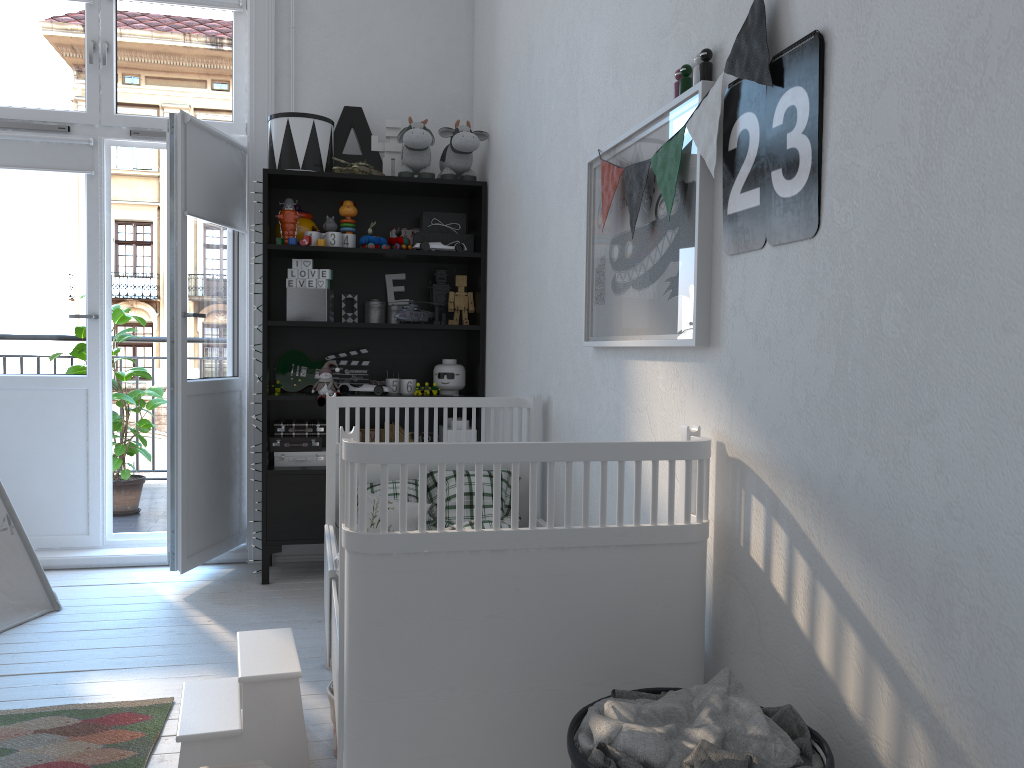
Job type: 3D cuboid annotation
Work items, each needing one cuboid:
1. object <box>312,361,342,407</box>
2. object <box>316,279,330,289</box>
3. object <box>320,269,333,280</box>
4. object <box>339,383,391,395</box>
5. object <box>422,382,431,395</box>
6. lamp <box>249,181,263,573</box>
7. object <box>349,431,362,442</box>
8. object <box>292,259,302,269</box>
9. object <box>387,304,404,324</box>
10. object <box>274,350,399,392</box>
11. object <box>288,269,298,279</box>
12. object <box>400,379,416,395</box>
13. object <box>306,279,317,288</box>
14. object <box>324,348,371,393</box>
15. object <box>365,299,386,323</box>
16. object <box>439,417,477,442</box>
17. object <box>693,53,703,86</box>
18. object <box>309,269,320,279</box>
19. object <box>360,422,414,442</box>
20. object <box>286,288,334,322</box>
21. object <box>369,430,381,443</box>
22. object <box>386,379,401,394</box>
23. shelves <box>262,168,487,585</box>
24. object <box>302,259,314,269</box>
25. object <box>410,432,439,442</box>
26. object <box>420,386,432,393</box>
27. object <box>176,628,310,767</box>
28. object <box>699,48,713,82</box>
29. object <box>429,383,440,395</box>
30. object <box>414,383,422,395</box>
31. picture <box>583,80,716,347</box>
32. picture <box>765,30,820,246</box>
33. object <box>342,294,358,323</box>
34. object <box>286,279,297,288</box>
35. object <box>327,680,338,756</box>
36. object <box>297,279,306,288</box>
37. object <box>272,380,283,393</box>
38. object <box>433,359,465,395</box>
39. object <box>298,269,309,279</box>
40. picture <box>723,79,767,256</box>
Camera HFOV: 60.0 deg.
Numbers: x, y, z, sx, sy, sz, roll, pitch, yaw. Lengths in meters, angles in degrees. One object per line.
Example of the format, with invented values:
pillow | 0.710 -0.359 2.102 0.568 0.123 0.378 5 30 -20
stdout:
object | -0.753 -0.002 3.624 0.110 0.186 0.129 0 3 -26
object | -0.779 -0.412 3.661 0.040 0.040 0.040 2 2 17
object | -0.767 -0.452 3.658 0.040 0.040 0.040 1 2 12
object | -0.627 0.022 3.774 0.230 0.048 0.098 1 2 12
object | -0.369 0.020 3.825 0.042 0.054 0.031 0 3 -13
lamp | -0.638 -0.031 3.888 0.985 1.685 0.095 0 3 -15
object | -0.666 0.225 3.770 0.050 0.050 0.050 0 2 -13
object | -0.885 -0.494 3.661 0.040 0.040 0.040 1 2 -8
object | -0.490 -0.305 3.858 0.078 0.091 0.246 0 2 -18
object | -0.770 -0.029 3.920 0.542 0.239 0.093 0 3 -12
object | -0.902 -0.454 3.663 0.040 0.040 0.040 1 2 -3
object | -0.445 0.013 3.807 0.067 0.067 0.067 1 2 1
object | -0.826 -0.413 3.662 0.040 0.040 0.040 1 2 2
object | -0.724 -0.059 3.902 0.201 0.199 0.048 0 3 -13
object | -0.605 -0.317 3.917 0.095 0.110 0.095 1 2 -8
object | -0.241 0.251 3.904 0.132 0.199 0.267 0 2 -13
object | 0.356 -0.595 1.680 0.025 0.064 0.025 0 3 -17
object | -0.811 -0.453 3.660 0.040 0.040 0.040 2 2 17
object | -0.586 0.254 3.914 0.337 0.186 0.111 1 2 2
object | -0.842 -0.327 3.703 0.170 0.138 0.124 1 2 2
object | -0.589 0.225 3.790 0.050 0.050 0.050 1 2 7
object | -0.513 0.011 3.840 0.067 0.067 0.067 1 2 1
shelves | -0.599 -0.025 3.832 0.911 1.678 0.353 0 3 -13
object | -0.843 -0.493 3.659 0.040 0.040 0.040 1 2 -3
object | -0.458 0.280 4.036 0.347 0.120 0.034 0 3 -13
object | -0.437 0.023 3.971 0.163 0.034 0.069 0 2 -13
object | -0.637 0.756 2.099 0.288 0.246 0.332 0 2 -18
object | 0.362 -0.594 1.656 0.025 0.064 0.025 0 3 -20
object | -0.333 0.022 3.803 0.042 0.054 0.031 2 3 32
object | -0.398 0.022 3.764 0.031 0.054 0.042 3 3 37
picture | 0.283 -0.330 1.996 0.030 0.493 0.703 0 2 -13
picture | 0.434 -0.373 1.376 0.013 0.305 0.152 0 3 -13
object | -0.718 -0.331 3.926 0.070 0.135 0.028 0 3 -13
object | -0.908 -0.414 3.665 0.040 0.040 0.040 1 2 2
object | -0.349 0.807 2.197 0.215 0.148 0.240 1 2 -6
object | -0.869 -0.414 3.672 0.040 0.040 0.040 1 2 -8
object | -1.002 0.011 3.790 0.042 0.054 0.031 1 3 -3
object | -0.275 -0.029 3.897 0.139 0.162 0.139 -1 3 -38
object | -0.857 -0.453 3.662 0.040 0.040 0.040 1 2 7
picture | 0.400 -0.378 1.526 0.010 0.302 0.151 0 3 -13
